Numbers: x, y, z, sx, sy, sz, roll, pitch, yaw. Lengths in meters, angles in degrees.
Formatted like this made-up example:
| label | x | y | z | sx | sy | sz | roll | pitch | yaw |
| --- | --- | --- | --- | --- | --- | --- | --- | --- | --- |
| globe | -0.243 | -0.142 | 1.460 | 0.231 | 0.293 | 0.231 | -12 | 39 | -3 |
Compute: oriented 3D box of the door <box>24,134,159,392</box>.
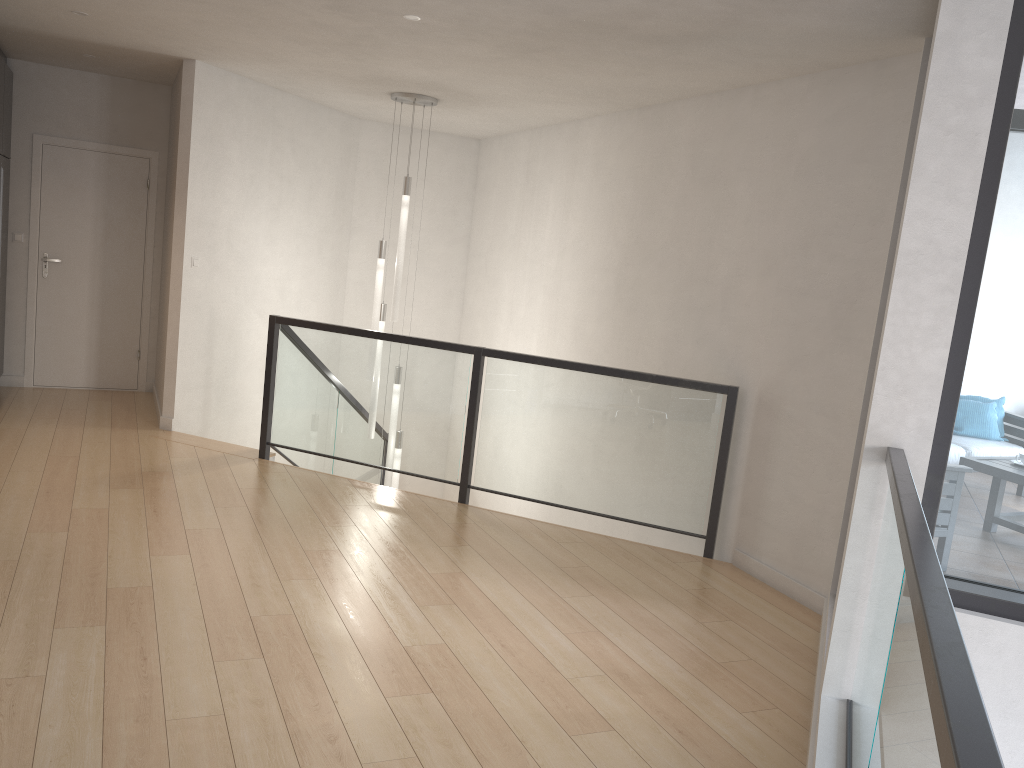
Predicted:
| label | x | y | z | sx | sy | sz | roll | pitch | yaw |
| --- | --- | --- | --- | --- | --- | --- | --- | --- | --- |
| door | -3.643 | -1.001 | 7.691 | 0.974 | 2.136 | 0.085 | 3 | 9 | -24 |

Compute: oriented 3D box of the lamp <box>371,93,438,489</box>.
| label | x | y | z | sx | sy | sz | roll | pitch | yaw |
| --- | --- | --- | --- | --- | --- | --- | --- | --- | --- |
| lamp | -0.849 | -1.360 | 6.951 | 0.359 | 6.725 | 0.359 | 8 | 8 | 12 |

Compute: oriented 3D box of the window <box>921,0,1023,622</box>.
| label | x | y | z | sx | sy | sz | roll | pitch | yaw |
| --- | --- | --- | --- | --- | --- | --- | --- | --- | --- |
| window | 3.800 | -0.085 | 2.044 | 5.002 | 2.402 | 0.170 | 10 | 9 | 20 |

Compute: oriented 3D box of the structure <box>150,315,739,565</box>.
| label | x | y | z | sx | sy | sz | roll | pitch | yaw |
| --- | --- | --- | --- | --- | --- | --- | --- | --- | --- |
| structure | -0.324 | 1.723 | 7.186 | 4.190 | 4.339 | 2.823 | 10 | 9 | 20 |
